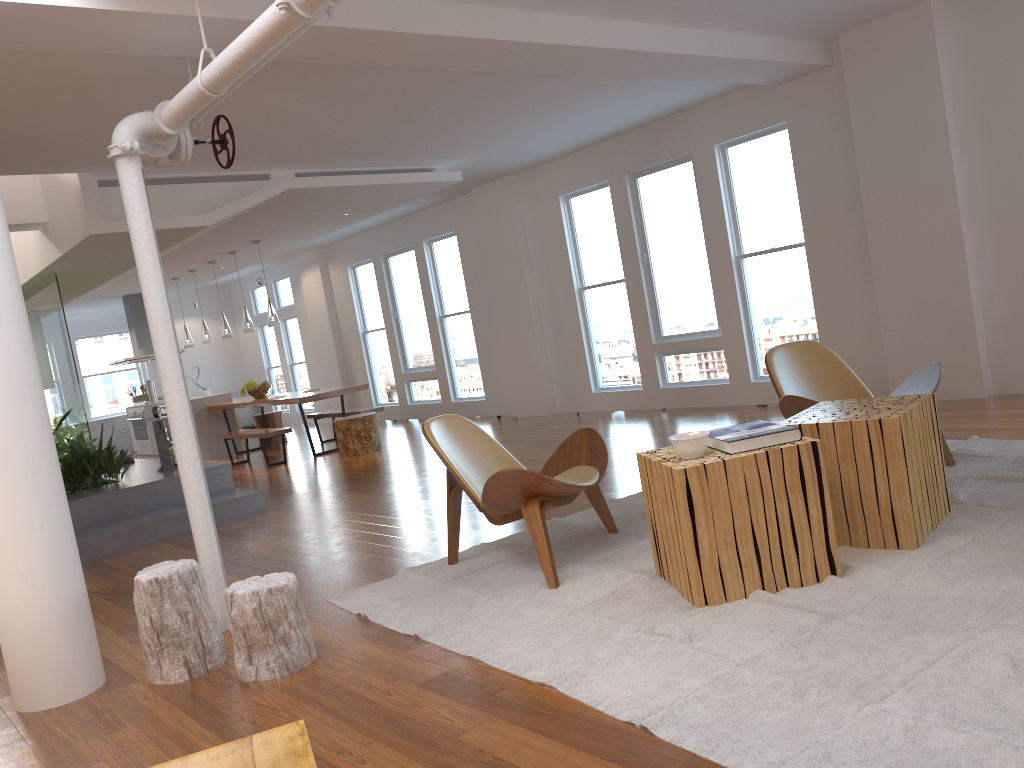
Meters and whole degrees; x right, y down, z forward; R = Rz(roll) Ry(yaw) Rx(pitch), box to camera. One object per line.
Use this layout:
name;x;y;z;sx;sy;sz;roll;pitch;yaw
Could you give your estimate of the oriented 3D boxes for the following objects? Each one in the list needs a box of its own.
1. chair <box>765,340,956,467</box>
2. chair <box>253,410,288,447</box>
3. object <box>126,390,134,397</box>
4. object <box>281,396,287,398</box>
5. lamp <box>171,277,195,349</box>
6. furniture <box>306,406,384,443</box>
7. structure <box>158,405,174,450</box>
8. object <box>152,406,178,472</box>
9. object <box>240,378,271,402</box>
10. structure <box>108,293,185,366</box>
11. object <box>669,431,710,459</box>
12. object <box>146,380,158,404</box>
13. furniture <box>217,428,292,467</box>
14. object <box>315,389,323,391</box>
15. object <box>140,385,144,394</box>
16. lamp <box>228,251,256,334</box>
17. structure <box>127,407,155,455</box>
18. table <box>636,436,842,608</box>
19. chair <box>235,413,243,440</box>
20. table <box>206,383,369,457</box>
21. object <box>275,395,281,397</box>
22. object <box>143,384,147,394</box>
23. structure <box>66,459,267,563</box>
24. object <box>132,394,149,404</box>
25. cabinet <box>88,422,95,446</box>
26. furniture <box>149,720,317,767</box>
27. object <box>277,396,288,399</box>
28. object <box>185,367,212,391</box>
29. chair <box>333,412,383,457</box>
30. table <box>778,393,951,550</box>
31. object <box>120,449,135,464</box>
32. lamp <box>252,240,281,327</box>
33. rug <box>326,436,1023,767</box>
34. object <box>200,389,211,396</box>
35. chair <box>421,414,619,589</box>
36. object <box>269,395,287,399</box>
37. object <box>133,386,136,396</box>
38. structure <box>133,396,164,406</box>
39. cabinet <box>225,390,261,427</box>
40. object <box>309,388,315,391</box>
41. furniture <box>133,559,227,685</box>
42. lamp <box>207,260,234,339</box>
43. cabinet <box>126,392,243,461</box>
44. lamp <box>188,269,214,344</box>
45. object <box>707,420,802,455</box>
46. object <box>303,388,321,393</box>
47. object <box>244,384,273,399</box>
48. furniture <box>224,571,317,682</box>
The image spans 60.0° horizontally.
chair;1.824;0.129;4.634;0.856;0.752;0.867;-9;4;12
chair;-3.371;0.627;12.390;0.402;0.455;0.396;-6;5;41
object;-5.989;0.207;14.044;0.199;0.259;0.016;-12;5;-28
object;-2.699;0.157;10.402;0.149;0.014;0.044;-13;5;-40
lamp;-4.625;-1.031;12.429;0.160;1.060;0.160;-11;4;-11
furniture;-2.065;0.525;11.035;0.316;0.389;1.433;-13;5;-38
structure;-4.829;0.608;12.538;0.072;0.648;0.644;-13;5;-38
object;-2.996;0.462;7.784;0.318;0.565;0.134;-10;4;-2
object;-3.278;0.057;11.386;0.292;0.284;0.394;-9;4;16
structure;-5.772;-1.052;13.687;0.909;1.405;0.900;-13;5;-38
object;0.665;0.230;3.300;0.152;0.082;0.152;-9;4;12
object;-5.409;0.118;13.346;0.120;0.356;0.172;-9;4;10
furniture;-2.976;0.741;10.296;0.316;0.389;1.433;-13;5;-38
object;-2.345;0.071;10.665;0.158;0.017;0.019;-14;6;-43
object;-5.874;0.162;14.141;0.061;0.299;0.040;-14;5;-41
lamp;-3.276;-1.147;10.734;0.160;1.060;0.160;-11;4;-11
structure;-5.510;0.682;13.798;0.649;0.735;0.890;-13;5;-38
table;0.852;0.502;3.404;0.548;0.534;0.489;-11;4;-8
chair;-4.589;0.715;14.249;0.344;0.430;0.549;-13;5;-34
table;-3.776;0.578;12.235;0.893;0.704;5.996;-13;5;-38
object;-2.773;0.153;10.515;0.079;0.030;0.070;-9;4;15
object;-5.836;0.155;14.147;0.057;0.299;0.019;-13;5;-38
structure;-4.878;1.245;8.204;3.088;0.386;5.584;-13;5;-38
object;-5.854;0.239;14.139;0.353;0.157;0.084;-13;5;-38
cabinet;-6.868;0.333;12.335;0.676;2.280;4.565;-13;5;-38
furniture;-0.444;0.910;1.467;0.344;0.430;0.549;-12;4;-19
object;-2.718;0.163;10.429;0.164;0.006;0.017;-13;5;-33
object;-5.659;-0.029;15.902;0.210;0.563;0.590;-8;4;23
chair;-1.672;0.548;9.633;0.460;0.400;0.460;-12;5;-28
table;1.482;0.367;3.725;0.489;0.534;0.548;-7;5;40
object;-4.015;0.748;9.149;0.181;0.155;0.216;-9;4;16
lamp;-2.827;-1.185;10.168;0.160;1.060;0.160;-11;4;-11
rug;1.496;0.595;3.691;3.525;0.057;3.478;-13;5;-34
object;-4.243;0.127;12.300;0.152;0.082;0.152;-9;4;12
chair;0.117;0.466;4.172;0.856;0.752;0.867;-13;5;-33
object;-2.772;0.159;10.515;0.222;0.020;0.222;-10;4;2
object;-5.965;0.183;14.068;0.055;0.299;0.027;-13;5;-38
structure;-5.559;0.256;13.802;0.520;0.073;0.650;-13;5;-38
cabinet;-5.281;0.537;16.221;1.309;0.725;0.420;-13;5;-38
object;-2.422;0.074;10.739;0.079;0.030;0.070;-10;4;5
furniture;-1.316;0.925;3.501;0.298;0.418;0.290;-9;4;14
lamp;-3.726;-1.108;11.299;0.160;1.060;0.160;-11;4;-11
cabinet;-4.910;0.651;13.115;0.597;0.832;2.936;-13;5;-38
lamp;-4.175;-1.069;11.864;0.160;1.060;0.160;-11;4;-11
object;0.899;0.200;3.380;0.279;0.048;0.334;-11;4;-7
object;-2.421;0.080;10.739;0.222;0.020;0.222;-6;6;43
object;-3.238;0.113;11.395;0.360;0.159;0.360;-9;4;15
furniture;-0.921;0.908;3.364;0.292;0.333;0.294;-8;4;22
